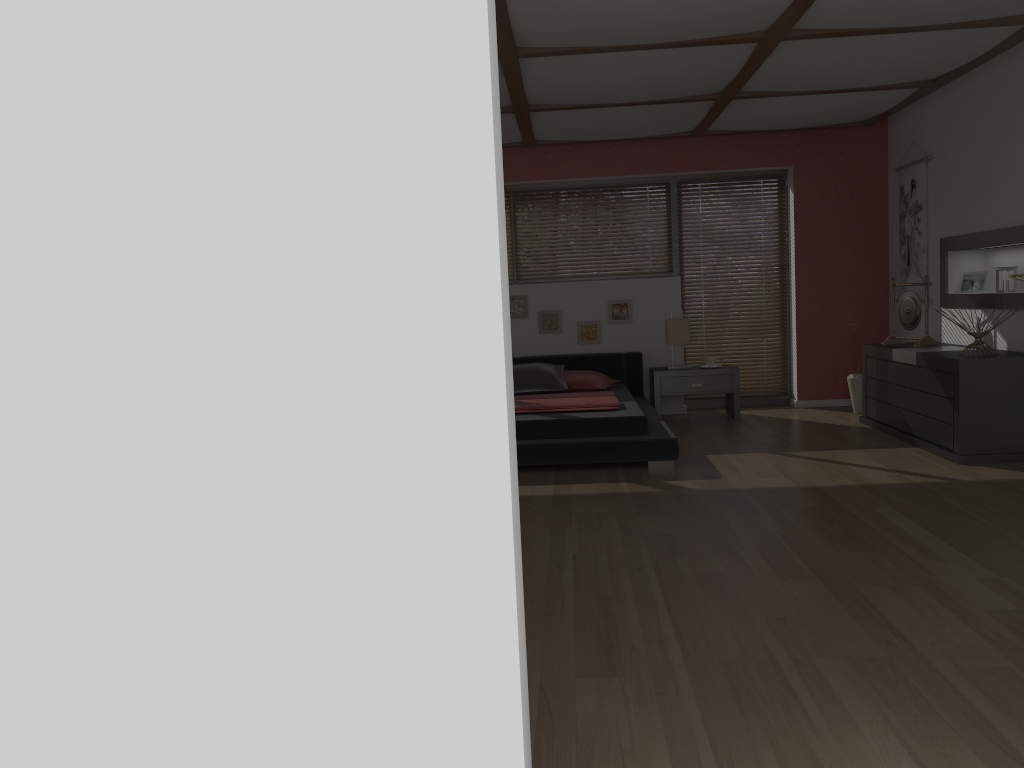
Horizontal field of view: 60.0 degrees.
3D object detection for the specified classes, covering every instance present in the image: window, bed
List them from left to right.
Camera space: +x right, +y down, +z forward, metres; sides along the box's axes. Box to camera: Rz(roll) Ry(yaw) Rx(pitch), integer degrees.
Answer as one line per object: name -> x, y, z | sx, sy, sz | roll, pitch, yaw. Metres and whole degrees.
bed -> -0.147, 0.162, 6.643 | 2.469, 0.577, 2.413 | -2, 5, 4
window -> 0.021, -1.349, 8.095 | 2.817, 0.786, 0.020 | -2, 5, 4
window -> 1.989, -0.891, 8.017 | 0.889, 1.893, 0.020 | -2, 5, 4

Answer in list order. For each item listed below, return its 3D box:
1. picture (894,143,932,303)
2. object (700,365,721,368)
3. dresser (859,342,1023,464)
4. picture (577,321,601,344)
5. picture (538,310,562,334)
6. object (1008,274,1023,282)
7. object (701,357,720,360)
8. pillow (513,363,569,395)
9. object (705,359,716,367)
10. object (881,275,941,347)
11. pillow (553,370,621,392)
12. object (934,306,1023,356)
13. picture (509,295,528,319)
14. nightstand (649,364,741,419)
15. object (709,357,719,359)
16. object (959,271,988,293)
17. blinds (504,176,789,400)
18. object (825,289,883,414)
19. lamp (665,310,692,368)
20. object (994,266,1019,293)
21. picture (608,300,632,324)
picture -> 3.194, -1.285, 7.074 | 0.028, 1.270, 0.701 | -2, 5, 4
object -> 1.670, -0.143, 7.451 | 0.179, 0.012, 0.179 | 0, 6, 29
dresser -> 2.882, 0.067, 5.938 | 0.540, 0.608, 1.740 | -2, 5, 4
picture -> 0.678, -0.452, 7.785 | 0.200, 0.200, 0.010 | -2, 5, 4
picture -> 0.335, -0.545, 7.797 | 0.200, 0.200, 0.010 | -2, 5, 4
object -> 3.259, -0.623, 5.470 | 0.181, 0.116, 0.350 | -3, 5, -6
object -> 1.662, -0.212, 7.428 | 0.192, 0.007, 0.007 | -5, 6, -27
pillow -> 0.076, -0.042, 7.192 | 0.744, 0.241, 0.386 | -3, 5, -1
object -> 1.668, -0.176, 7.448 | 0.099, 0.069, 0.099 | 0, 6, 29
object -> 2.863, -0.527, 6.384 | 0.173, 0.498, 0.490 | -4, 5, -11
pillow -> 0.485, -0.021, 7.309 | 0.745, 0.172, 0.418 | 0, 6, 23
object -> 2.816, -0.320, 5.352 | 0.481, 0.282, 0.481 | -6, 6, -30
picture -> 0.036, -0.678, 7.803 | 0.200, 0.200, 0.010 | -2, 5, 4
nightstand -> 1.545, 0.074, 7.535 | 0.700, 0.423, 0.413 | -2, 5, 4
object -> 1.671, -0.214, 7.449 | 0.192, 0.007, 0.007 | -6, 6, -32
object -> 3.295, -0.728, 6.336 | 0.041, 0.146, 0.226 | -4, 6, -16
blinds -> 0.041, -0.767, 8.082 | 4.840, 1.952, 0.032 | -2, 5, 4
object -> 2.804, -0.273, 7.302 | 0.422, 1.035, 0.364 | -5, 6, -21
lamp -> 1.407, -0.384, 7.540 | 0.200, 0.480, 0.200 | -2, 5, 4
object -> 3.303, -0.697, 5.931 | 0.159, 0.171, 0.159 | -7, 7, -37
picture -> 0.945, -0.632, 7.751 | 0.200, 0.200, 0.010 | -2, 5, 4
